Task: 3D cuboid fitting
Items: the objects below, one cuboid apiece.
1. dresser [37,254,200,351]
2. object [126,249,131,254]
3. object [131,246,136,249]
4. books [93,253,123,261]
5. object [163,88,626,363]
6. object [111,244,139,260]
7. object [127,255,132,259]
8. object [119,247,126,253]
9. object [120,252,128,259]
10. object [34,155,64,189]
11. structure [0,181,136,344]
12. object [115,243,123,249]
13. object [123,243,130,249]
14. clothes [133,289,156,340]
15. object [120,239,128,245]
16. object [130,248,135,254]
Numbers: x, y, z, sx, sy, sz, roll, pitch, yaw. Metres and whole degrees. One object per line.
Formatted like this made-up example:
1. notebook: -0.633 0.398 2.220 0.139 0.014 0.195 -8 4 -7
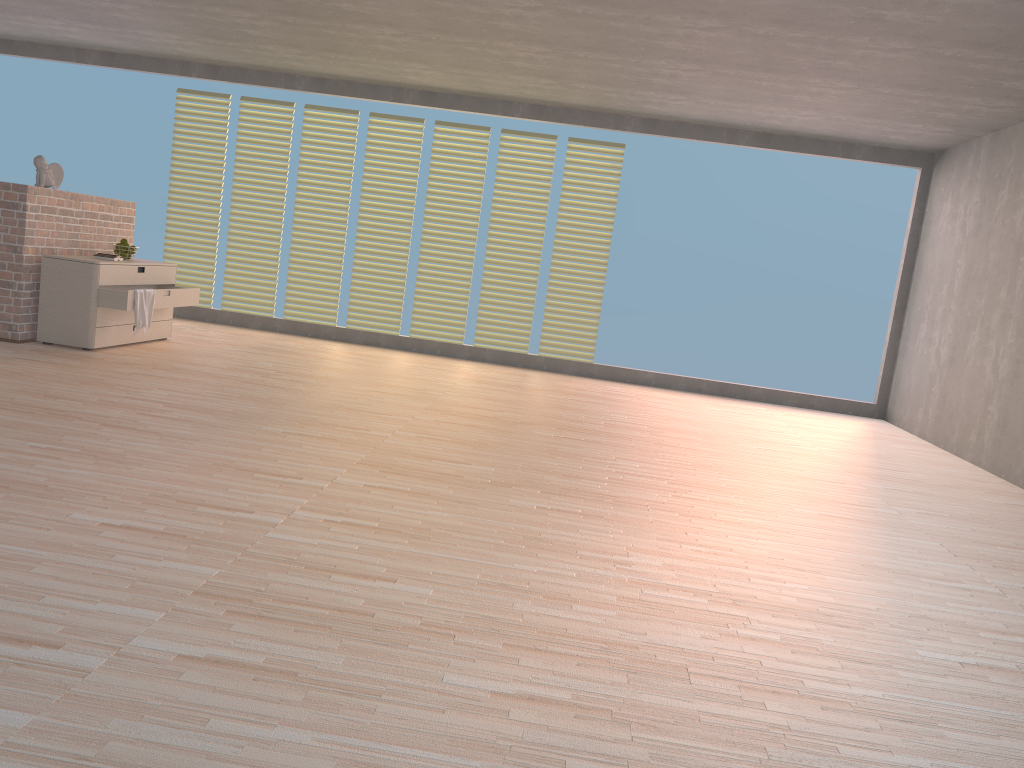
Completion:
1. dresser: -2.848 -0.636 6.854 0.605 0.612 1.686 8 8 4
2. object: -2.902 -1.007 6.713 0.039 0.040 0.038 9 8 12
3. object: -2.902 -1.036 6.794 0.046 0.047 0.047 14 10 41
4. books: -2.922 -0.921 6.429 0.146 0.040 0.209 7 8 -6
5. object: -1.235 -1.526 8.602 4.372 2.114 0.044 8 8 4
6. object: -2.949 -1.000 6.751 0.202 0.104 0.202 7 8 -2
7. object: -2.934 -0.980 6.781 0.048 0.048 0.046 7 8 -7
8. object: -2.939 -1.012 6.692 0.046 0.044 0.046 8 8 0
9. object: -2.942 -0.979 6.726 0.060 0.055 0.059 1 10 -40
10. object: -3.241 -1.471 6.168 0.131 0.218 0.216 8 8 3
11. structure: -3.297 -0.892 6.616 0.211 1.057 1.422 8 8 4
12. object: -2.973 -1.041 6.711 0.054 0.053 0.049 13 9 34
13. object: -2.910 -1.042 6.694 0.046 0.045 0.046 8 8 3
14. clothes: -2.619 -0.490 6.266 0.097 0.369 0.325 8 8 5
15. object: -2.946 -1.077 6.736 0.054 0.056 0.054 8 8 4
16. object: -2.897 -1.013 6.754 0.057 0.057 0.057 13 9 37
